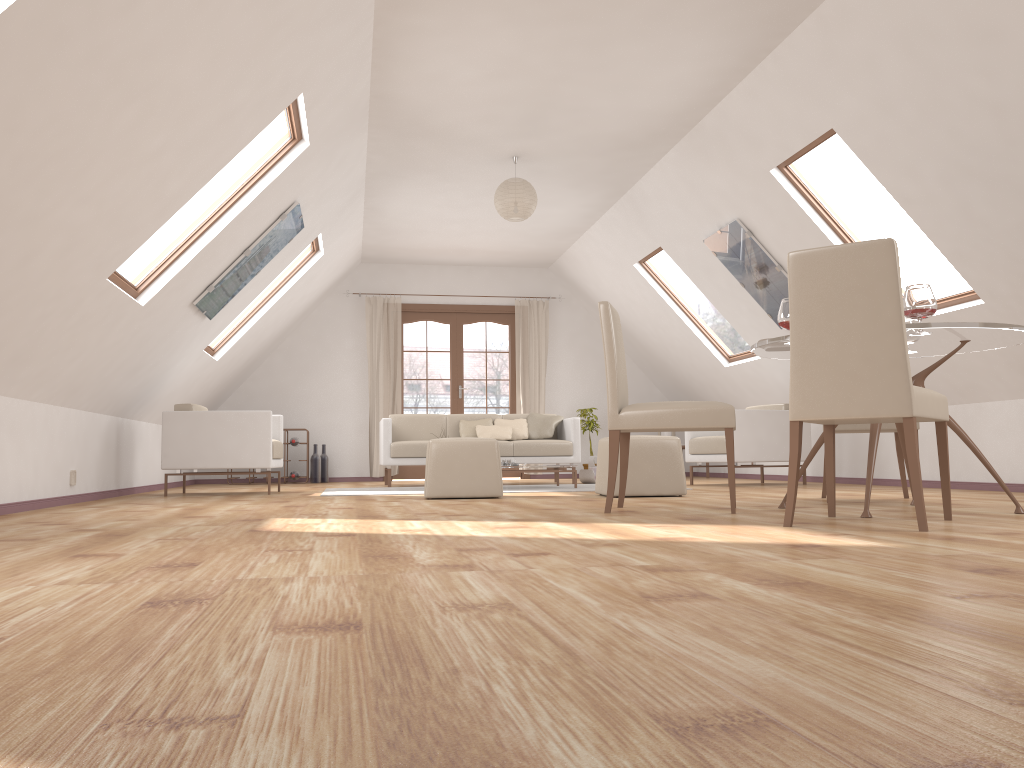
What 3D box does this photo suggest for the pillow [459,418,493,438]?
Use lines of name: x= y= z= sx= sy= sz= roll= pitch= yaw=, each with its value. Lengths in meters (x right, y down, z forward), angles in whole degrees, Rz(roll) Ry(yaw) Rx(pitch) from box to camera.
pillow: x=-0.348 y=0.451 z=8.809 sx=0.351 sy=0.235 sz=0.185 roll=0 pitch=-5 yaw=-7

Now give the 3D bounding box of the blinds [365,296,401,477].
blinds: x=-1.516 y=0.027 z=10.443 sx=0.423 sy=2.130 sz=0.120 roll=0 pitch=-5 yaw=-13

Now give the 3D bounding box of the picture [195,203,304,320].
picture: x=-1.868 y=-0.868 z=6.405 sx=0.683 sy=0.738 sz=0.650 roll=0 pitch=-5 yaw=-10

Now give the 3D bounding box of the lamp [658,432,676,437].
lamp: x=1.867 y=0.545 z=10.661 sx=0.221 sy=0.375 sz=0.180 roll=-3 pitch=-5 yaw=23

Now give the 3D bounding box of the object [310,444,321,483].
object: x=-2.196 y=0.893 z=9.912 sx=0.115 sy=0.443 sz=0.120 roll=1 pitch=-5 yaw=-16

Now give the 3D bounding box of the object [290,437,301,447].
object: x=-2.427 y=0.645 z=9.906 sx=0.109 sy=0.109 sz=0.435 roll=0 pitch=-5 yaw=-10

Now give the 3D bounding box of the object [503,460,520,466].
object: x=-0.006 y=0.652 z=7.316 sx=0.064 sy=0.051 sz=0.143 roll=3 pitch=-6 yaw=-40

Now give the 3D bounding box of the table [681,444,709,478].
table: x=1.852 y=0.913 z=10.461 sx=0.730 sy=0.390 sz=0.773 roll=0 pitch=-5 yaw=-12

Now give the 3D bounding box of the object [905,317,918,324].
object: x=1.936 y=-0.265 z=4.355 sx=0.136 sy=0.183 sz=0.136 roll=-2 pitch=-5 yaw=16

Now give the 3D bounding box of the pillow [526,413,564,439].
pillow: x=0.305 y=0.417 z=8.881 sx=0.424 sy=0.276 sz=0.269 roll=-5 pitch=-6 yaw=39

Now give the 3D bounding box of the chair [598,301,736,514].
chair: x=0.756 y=0.106 z=4.270 sx=0.618 sy=0.999 sz=0.477 roll=-2 pitch=-5 yaw=14

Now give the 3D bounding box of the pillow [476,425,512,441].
pillow: x=-0.172 y=0.482 z=8.686 sx=0.363 sy=0.170 sz=0.227 roll=0 pitch=-5 yaw=-5

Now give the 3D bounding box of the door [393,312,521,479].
door: x=-0.659 y=0.132 z=10.684 sx=1.546 sy=2.001 sz=0.098 roll=0 pitch=-5 yaw=-10

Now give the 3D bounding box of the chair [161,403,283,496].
chair: x=-2.261 y=0.516 z=7.036 sx=0.820 sy=0.706 sz=0.748 roll=0 pitch=-5 yaw=-8

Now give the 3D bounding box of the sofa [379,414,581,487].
sofa: x=-0.336 y=0.632 z=8.690 sx=1.880 sy=0.706 sz=0.820 roll=0 pitch=-5 yaw=-10

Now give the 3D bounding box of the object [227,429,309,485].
object: x=-2.706 y=0.808 z=9.883 sx=0.854 sy=0.608 sz=0.417 roll=0 pitch=-5 yaw=-10

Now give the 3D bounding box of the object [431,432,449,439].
object: x=-0.580 y=0.510 z=7.418 sx=0.123 sy=0.359 sz=0.184 roll=-4 pitch=-6 yaw=31

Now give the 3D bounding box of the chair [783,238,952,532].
chair: x=1.330 y=0.022 z=3.339 sx=0.477 sy=0.999 sz=0.618 roll=-4 pitch=-6 yaw=34

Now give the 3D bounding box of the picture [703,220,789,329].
picture: x=1.983 y=-0.853 z=7.104 sx=0.683 sy=0.738 sz=0.650 roll=0 pitch=-5 yaw=-10

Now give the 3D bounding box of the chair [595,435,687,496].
chair: x=0.836 y=0.536 z=5.846 sx=0.506 sy=0.394 sz=0.506 roll=0 pitch=-5 yaw=-6

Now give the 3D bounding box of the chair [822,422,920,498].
chair: x=1.975 y=0.150 z=4.964 sx=0.477 sy=0.999 sz=0.618 roll=-2 pitch=-5 yaw=17

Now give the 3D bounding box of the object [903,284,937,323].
object: x=1.691 y=-0.318 z=3.683 sx=0.136 sy=0.183 sz=0.136 roll=2 pitch=-6 yaw=-31

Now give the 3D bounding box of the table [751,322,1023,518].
table: x=1.723 y=0.190 z=4.050 sx=1.198 sy=0.770 sz=1.198 roll=-2 pitch=-5 yaw=10

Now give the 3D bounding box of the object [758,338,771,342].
object: x=1.269 y=-0.193 z=4.150 sx=0.228 sy=0.020 sz=0.228 roll=-2 pitch=-5 yaw=12

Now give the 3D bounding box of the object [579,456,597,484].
object: x=0.819 y=0.834 z=8.632 sx=0.212 sy=0.267 sz=0.315 roll=1 pitch=-5 yaw=-23

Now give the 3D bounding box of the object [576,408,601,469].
object: x=0.917 y=0.704 z=10.633 sx=0.311 sy=0.846 sz=0.307 roll=1 pitch=-5 yaw=-18

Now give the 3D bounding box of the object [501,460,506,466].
object: x=-0.055 y=0.675 z=7.589 sx=0.064 sy=0.052 sz=0.143 roll=-2 pitch=-5 yaw=20

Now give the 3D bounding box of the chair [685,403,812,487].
chair: x=2.057 y=0.532 z=7.808 sx=0.820 sy=0.706 sz=0.748 roll=1 pitch=-5 yaw=-21

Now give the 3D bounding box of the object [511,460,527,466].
object: x=0.049 y=0.663 z=7.467 sx=0.143 sy=0.052 sz=0.064 roll=0 pitch=-5 yaw=-10

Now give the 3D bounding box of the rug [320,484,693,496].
rug: x=-0.132 y=0.869 z=7.342 sx=2.800 sy=0.007 sz=1.600 roll=0 pitch=-5 yaw=-10

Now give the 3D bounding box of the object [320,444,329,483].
object: x=-2.150 y=0.911 z=10.132 sx=0.115 sy=0.443 sz=0.120 roll=1 pitch=-5 yaw=-16

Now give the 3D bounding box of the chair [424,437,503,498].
chair: x=-0.329 y=0.552 z=5.879 sx=0.506 sy=0.394 sz=0.506 roll=0 pitch=-5 yaw=-6

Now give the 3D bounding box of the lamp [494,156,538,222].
lamp: x=0.028 y=-1.525 z=6.917 sx=0.340 sy=0.497 sz=0.340 roll=-3 pitch=-5 yaw=29

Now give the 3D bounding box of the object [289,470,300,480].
object: x=-2.422 y=1.019 z=9.873 sx=0.109 sy=0.109 sz=0.435 roll=0 pitch=-5 yaw=-10

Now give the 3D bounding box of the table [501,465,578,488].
table: x=-0.106 y=0.783 z=7.422 sx=1.173 sy=0.190 sz=0.730 roll=0 pitch=-5 yaw=-10

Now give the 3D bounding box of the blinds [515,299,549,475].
blinds: x=0.260 y=0.028 z=10.726 sx=0.424 sy=2.129 sz=0.123 roll=1 pitch=-5 yaw=-15

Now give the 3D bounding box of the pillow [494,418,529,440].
pillow: x=-0.012 y=0.453 z=8.865 sx=0.351 sy=0.225 sz=0.196 roll=0 pitch=-5 yaw=-5

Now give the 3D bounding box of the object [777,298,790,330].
object: x=1.257 y=-0.290 z=3.964 sx=0.136 sy=0.183 sz=0.136 roll=2 pitch=-6 yaw=-31
